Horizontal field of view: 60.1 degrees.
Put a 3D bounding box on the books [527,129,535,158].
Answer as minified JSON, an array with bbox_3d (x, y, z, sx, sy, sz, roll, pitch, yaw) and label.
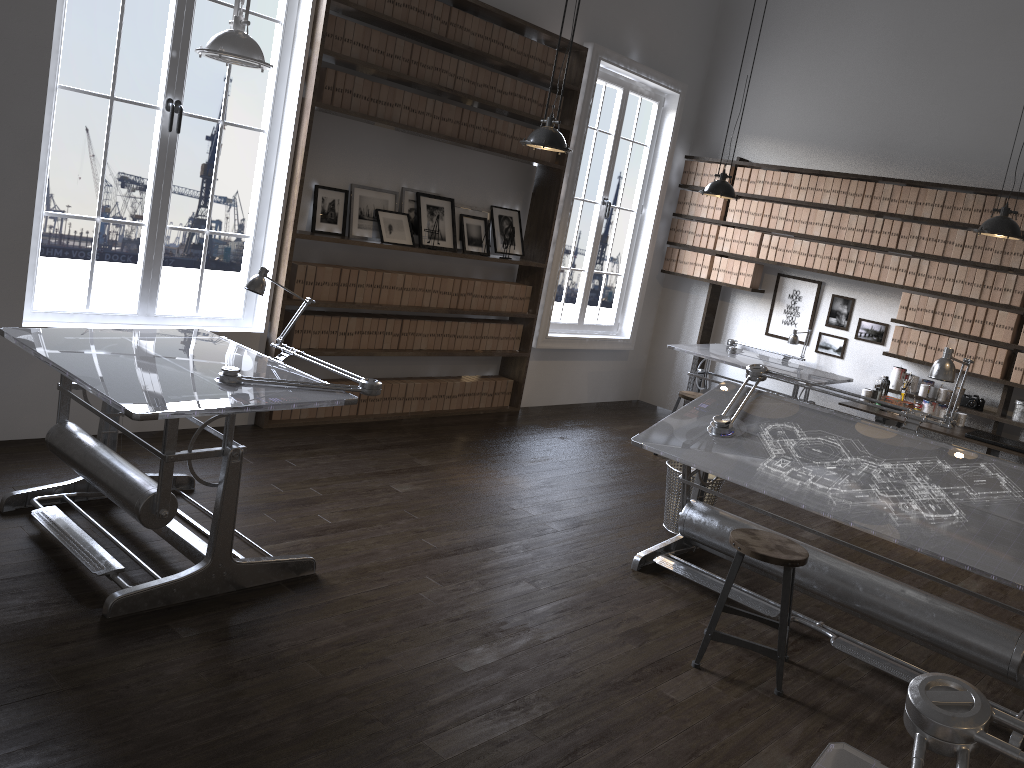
[{"bbox_3d":[0.103,-1.901,6.996,0.176,0.224,0.066,18,11,40],"label":"books"}]

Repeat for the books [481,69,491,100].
[{"bbox_3d":[-0.254,-2.190,6.492,0.176,0.224,0.066,18,11,40],"label":"books"}]

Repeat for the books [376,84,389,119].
[{"bbox_3d":[-0.907,-1.867,5.852,0.176,0.224,0.067,18,11,40],"label":"books"}]

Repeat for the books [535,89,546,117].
[{"bbox_3d":[0.160,-2.204,6.957,0.176,0.224,0.066,18,11,40],"label":"books"}]

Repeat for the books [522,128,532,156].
[{"bbox_3d":[0.054,-1.901,6.946,0.176,0.224,0.066,18,11,40],"label":"books"}]

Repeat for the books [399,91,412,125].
[{"bbox_3d":[-0.774,-1.871,6.003,0.176,0.224,0.067,18,11,40],"label":"books"}]

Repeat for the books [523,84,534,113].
[{"bbox_3d":[0.066,-2.200,6.850,0.176,0.224,0.066,18,11,40],"label":"books"}]

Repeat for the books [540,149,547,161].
[{"bbox_3d":[0.198,-1.903,7.097,0.176,0.224,0.067,18,11,40],"label":"books"}]

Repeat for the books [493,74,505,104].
[{"bbox_3d":[-0.156,-2.192,6.593,0.176,0.224,0.067,18,11,40],"label":"books"}]

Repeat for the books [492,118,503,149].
[{"bbox_3d":[-0.168,-1.891,6.685,0.176,0.224,0.067,18,11,40],"label":"books"}]

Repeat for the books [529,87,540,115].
[{"bbox_3d":[0.116,-2.201,6.901,0.176,0.224,0.066,18,11,40],"label":"books"}]

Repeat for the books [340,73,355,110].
[{"bbox_3d":[-1.098,-1.862,5.646,0.176,0.224,0.066,18,11,40],"label":"books"}]

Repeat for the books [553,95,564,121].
[{"bbox_3d":[0.311,-2.208,7.124,0.176,0.224,0.066,18,11,40],"label":"books"}]

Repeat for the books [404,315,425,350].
[{"bbox_3d":[-0.747,-0.383,6.565,0.176,0.224,0.066,18,11,40],"label":"books"}]

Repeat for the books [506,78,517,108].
[{"bbox_3d":[-0.069,-2.196,6.696,0.176,0.224,0.066,18,11,40],"label":"books"}]

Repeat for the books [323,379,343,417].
[{"bbox_3d":[-1.258,0.095,6.163,0.176,0.224,0.066,18,11,40],"label":"books"}]

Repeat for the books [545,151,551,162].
[{"bbox_3d":[0.237,-1.906,7.147,0.176,0.224,0.066,18,11,40],"label":"books"}]

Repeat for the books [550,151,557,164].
[{"bbox_3d":[0.282,-1.908,7.201,0.176,0.224,0.066,18,11,40],"label":"books"}]

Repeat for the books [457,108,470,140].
[{"bbox_3d":[-0.404,-1.884,6.420,0.176,0.224,0.067,18,11,40],"label":"books"}]

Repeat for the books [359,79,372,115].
[{"bbox_3d":[-1.003,-1.865,5.752,0.176,0.224,0.066,18,11,40],"label":"books"}]

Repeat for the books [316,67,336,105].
[{"bbox_3d":[-1.197,-1.859,5.534,0.176,0.224,0.066,18,11,40],"label":"books"}]

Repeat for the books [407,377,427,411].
[{"bbox_3d":[-0.743,0.078,6.742,0.176,0.224,0.066,18,11,40],"label":"books"}]

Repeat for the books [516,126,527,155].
[{"bbox_3d":[0.009,-1.899,6.893,0.176,0.224,0.066,18,11,40],"label":"books"}]

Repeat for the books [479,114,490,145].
[{"bbox_3d":[-0.264,-1.890,6.586,0.176,0.224,0.066,18,11,40],"label":"books"}]

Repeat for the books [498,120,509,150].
[{"bbox_3d":[-0.127,-1.894,6.738,0.176,0.224,0.066,18,11,40],"label":"books"}]

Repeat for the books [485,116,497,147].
[{"bbox_3d":[-0.217,-1.891,6.639,0.176,0.224,0.066,18,11,40],"label":"books"}]

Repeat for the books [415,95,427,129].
[{"bbox_3d":[-0.685,-1.876,6.112,0.176,0.224,0.066,18,11,40],"label":"books"}]

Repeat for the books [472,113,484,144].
[{"bbox_3d":[-0.308,-1.887,6.530,0.176,0.224,0.066,18,11,40],"label":"books"}]

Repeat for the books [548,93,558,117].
[{"bbox_3d":[0.259,-2.207,7.068,0.176,0.224,0.066,18,11,40],"label":"books"}]

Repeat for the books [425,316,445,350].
[{"bbox_3d":[-0.610,-0.389,6.727,0.176,0.224,0.066,18,11,40],"label":"books"}]

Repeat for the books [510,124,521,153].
[{"bbox_3d":[-0.034,-1.896,6.837,0.176,0.224,0.067,18,11,40],"label":"books"}]

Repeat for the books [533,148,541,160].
[{"bbox_3d":[0.154,-1.902,7.048,0.176,0.224,0.066,18,11,40],"label":"books"}]

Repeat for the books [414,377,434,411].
[{"bbox_3d":[-0.695,0.078,6.788,0.176,0.224,0.067,18,11,40],"label":"books"}]

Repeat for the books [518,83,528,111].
[{"bbox_3d":[0.019,-2.199,6.797,0.176,0.224,0.066,18,11,40],"label":"books"}]

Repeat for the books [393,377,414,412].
[{"bbox_3d":[-0.830,0.082,6.638,0.176,0.224,0.067,18,11,40],"label":"books"}]

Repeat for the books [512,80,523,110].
[{"bbox_3d":[-0.022,-2.196,6.743,0.176,0.224,0.067,18,11,40],"label":"books"}]

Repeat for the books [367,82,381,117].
[{"bbox_3d":[-0.956,-1.867,5.805,0.176,0.224,0.066,18,11,40],"label":"books"}]

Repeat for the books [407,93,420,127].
[{"bbox_3d":[-0.730,-1.874,6.059,0.176,0.224,0.066,18,11,40],"label":"books"}]

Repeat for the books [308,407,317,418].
[{"bbox_3d":[-1.393,0.100,6.009,0.176,0.224,0.066,18,11,40],"label":"books"}]

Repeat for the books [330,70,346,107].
[{"bbox_3d":[-1.144,-1.859,5.586,0.176,0.224,0.067,18,11,40],"label":"books"}]

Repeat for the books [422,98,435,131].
[{"bbox_3d":[-0.636,-1.877,6.162,0.176,0.224,0.066,18,11,40],"label":"books"}]

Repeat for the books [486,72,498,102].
[{"bbox_3d":[-0.206,-2.191,6.543,0.176,0.224,0.066,18,11,40],"label":"books"}]

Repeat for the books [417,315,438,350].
[{"bbox_3d":[-0.658,-0.388,6.676,0.176,0.224,0.066,18,11,40],"label":"books"}]

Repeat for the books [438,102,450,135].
[{"bbox_3d":[-0.538,-1.879,6.268,0.176,0.224,0.067,18,11,40],"label":"books"}]

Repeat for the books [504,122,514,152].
[{"bbox_3d":[-0.084,-1.895,6.784,0.176,0.224,0.066,18,11,40],"label":"books"}]

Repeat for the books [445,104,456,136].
[{"bbox_3d":[-0.499,-1.882,6.318,0.176,0.224,0.066,18,11,40],"label":"books"}]

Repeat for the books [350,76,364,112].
[{"bbox_3d":[-1.047,-1.862,5.696,0.176,0.224,0.066,18,11,40],"label":"books"}]

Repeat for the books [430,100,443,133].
[{"bbox_3d":[-0.586,-1.877,6.214,0.176,0.224,0.066,18,11,40],"label":"books"}]

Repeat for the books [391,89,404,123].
[{"bbox_3d":[-0.824,-1.870,5.950,0.176,0.224,0.066,18,11,40],"label":"books"}]

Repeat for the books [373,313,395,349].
[{"bbox_3d":[-0.938,-0.377,6.352,0.176,0.224,0.066,18,11,40],"label":"books"}]

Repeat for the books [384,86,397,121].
[{"bbox_3d":[-0.866,-1.869,5.904,0.176,0.224,0.066,18,11,40],"label":"books"}]

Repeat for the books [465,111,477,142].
[{"bbox_3d":[-0.358,-1.887,6.480,0.176,0.224,0.066,18,11,40],"label":"books"}]

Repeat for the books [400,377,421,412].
[{"bbox_3d":[-0.784,0.080,6.694,0.176,0.224,0.066,18,11,40],"label":"books"}]

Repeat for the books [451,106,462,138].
[{"bbox_3d":[-0.457,-1.883,6.368,0.176,0.224,0.066,18,11,40],"label":"books"}]
